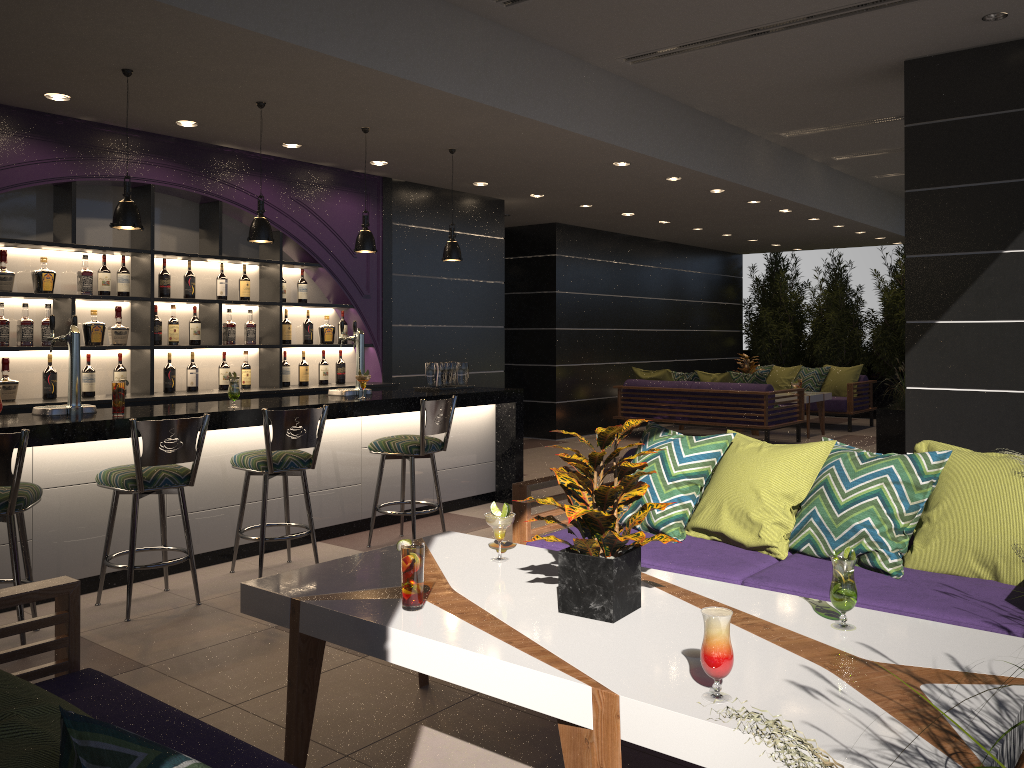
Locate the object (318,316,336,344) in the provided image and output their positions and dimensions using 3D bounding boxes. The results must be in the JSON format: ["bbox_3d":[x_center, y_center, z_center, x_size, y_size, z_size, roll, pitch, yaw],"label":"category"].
[{"bbox_3d":[-1.598,-0.467,7.641,0.151,0.248,0.094,0,0,-32],"label":"object"}]

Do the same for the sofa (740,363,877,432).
[{"bbox_3d":[4.184,0.150,13.234,2.127,0.920,1.119,2,3,39],"label":"sofa"}]

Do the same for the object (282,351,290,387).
[{"bbox_3d":[-1.877,-0.127,7.317,0.086,0.298,0.086,0,0,-2],"label":"object"}]

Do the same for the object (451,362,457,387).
[{"bbox_3d":[-0.490,-0.073,7.131,0.105,0.209,0.105,0,0,44],"label":"object"}]

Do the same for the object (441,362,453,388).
[{"bbox_3d":[-0.517,-0.066,6.998,0.105,0.209,0.105,0,0,44],"label":"object"}]

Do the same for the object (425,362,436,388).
[{"bbox_3d":[-0.631,-0.064,6.951,0.105,0.209,0.105,0,0,44],"label":"object"}]

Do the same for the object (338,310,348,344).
[{"bbox_3d":[-1.493,-0.500,7.805,0.086,0.298,0.086,0,0,-2],"label":"object"}]

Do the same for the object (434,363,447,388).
[{"bbox_3d":[-0.555,-0.060,6.874,0.105,0.209,0.105,0,0,44],"label":"object"}]

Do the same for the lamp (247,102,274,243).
[{"bbox_3d":[-1.557,-1.311,5.488,0.163,0.865,0.163,0,0,-9],"label":"lamp"}]

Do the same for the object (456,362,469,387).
[{"bbox_3d":[-0.396,-0.070,7.065,0.105,0.209,0.105,0,0,44],"label":"object"}]

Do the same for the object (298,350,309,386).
[{"bbox_3d":[-1.751,-0.133,7.438,0.086,0.299,0.086,0,0,-2],"label":"object"}]

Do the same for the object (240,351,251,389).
[{"bbox_3d":[-2.129,-0.115,7.076,0.080,0.300,0.080,0,0,41],"label":"object"}]

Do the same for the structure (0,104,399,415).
[{"bbox_3d":[-2.581,-0.406,6.305,0.530,2.761,4.631,0,1,39],"label":"structure"}]

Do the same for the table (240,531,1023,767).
[{"bbox_3d":[0.252,0.903,2.448,2.037,0.554,0.941,2,3,39],"label":"table"}]

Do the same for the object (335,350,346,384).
[{"bbox_3d":[-1.505,-0.152,7.769,0.086,0.299,0.086,0,0,-2],"label":"object"}]

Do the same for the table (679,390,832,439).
[{"bbox_3d":[3.272,0.380,12.336,2.037,0.554,0.942,2,3,39],"label":"table"}]

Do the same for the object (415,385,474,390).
[{"bbox_3d":[-0.535,0.028,7.018,0.273,0.018,0.437,2,4,39],"label":"object"}]

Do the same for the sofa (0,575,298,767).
[{"bbox_3d":[-0.691,0.782,1.289,2.127,0.920,1.119,2,3,39],"label":"sofa"}]

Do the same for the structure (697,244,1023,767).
[{"bbox_3d":[-0.298,-0.494,4.520,7.820,3.122,24.732,2,4,39],"label":"structure"}]

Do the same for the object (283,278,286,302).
[{"bbox_3d":[-1.916,-0.819,7.341,0.086,0.298,0.086,0,0,-2],"label":"object"}]

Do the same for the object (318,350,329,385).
[{"bbox_3d":[-1.626,-0.145,7.637,0.086,0.298,0.086,0,0,-2],"label":"object"}]

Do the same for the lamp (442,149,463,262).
[{"bbox_3d":[-0.463,-1.383,6.848,0.163,0.865,0.163,0,0,-9],"label":"lamp"}]

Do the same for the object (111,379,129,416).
[{"bbox_3d":[-2.038,0.070,4.607,0.084,0.190,0.067,0,0,-26],"label":"object"}]

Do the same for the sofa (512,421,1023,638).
[{"bbox_3d":[1.158,0.661,3.585,2.127,0.920,1.119,2,3,39],"label":"sofa"}]

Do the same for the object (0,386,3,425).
[{"bbox_3d":[-2.421,0.099,4.138,0.069,0.181,0.069,0,0,11],"label":"object"}]

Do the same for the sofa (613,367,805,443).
[{"bbox_3d":[2.492,0.252,11.300,2.127,0.920,1.119,2,3,39],"label":"sofa"}]

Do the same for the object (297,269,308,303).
[{"bbox_3d":[-1.777,-0.827,7.503,0.086,0.298,0.086,0,0,-2],"label":"object"}]

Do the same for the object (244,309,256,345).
[{"bbox_3d":[-2.095,-0.455,7.078,0.083,0.282,0.083,0,0,-31],"label":"object"}]

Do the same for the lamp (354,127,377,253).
[{"bbox_3d":[-1.019,-1.347,6.157,0.163,0.865,0.163,0,0,-9],"label":"lamp"}]

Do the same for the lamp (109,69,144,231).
[{"bbox_3d":[-2.374,-1.258,4.475,0.192,0.864,1.081,0,1,39],"label":"lamp"}]

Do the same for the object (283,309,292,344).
[{"bbox_3d":[-1.863,-0.472,7.302,0.086,0.299,0.086,0,0,-2],"label":"object"}]

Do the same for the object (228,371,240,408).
[{"bbox_3d":[-1.615,0.031,5.139,0.069,0.211,0.069,0,0,22],"label":"object"}]

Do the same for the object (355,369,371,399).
[{"bbox_3d":[-0.994,-0.002,5.910,0.106,0.197,0.106,0,0,-23],"label":"object"}]

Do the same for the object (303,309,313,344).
[{"bbox_3d":[-1.723,-0.482,7.479,0.086,0.297,0.086,0,0,-2],"label":"object"}]
